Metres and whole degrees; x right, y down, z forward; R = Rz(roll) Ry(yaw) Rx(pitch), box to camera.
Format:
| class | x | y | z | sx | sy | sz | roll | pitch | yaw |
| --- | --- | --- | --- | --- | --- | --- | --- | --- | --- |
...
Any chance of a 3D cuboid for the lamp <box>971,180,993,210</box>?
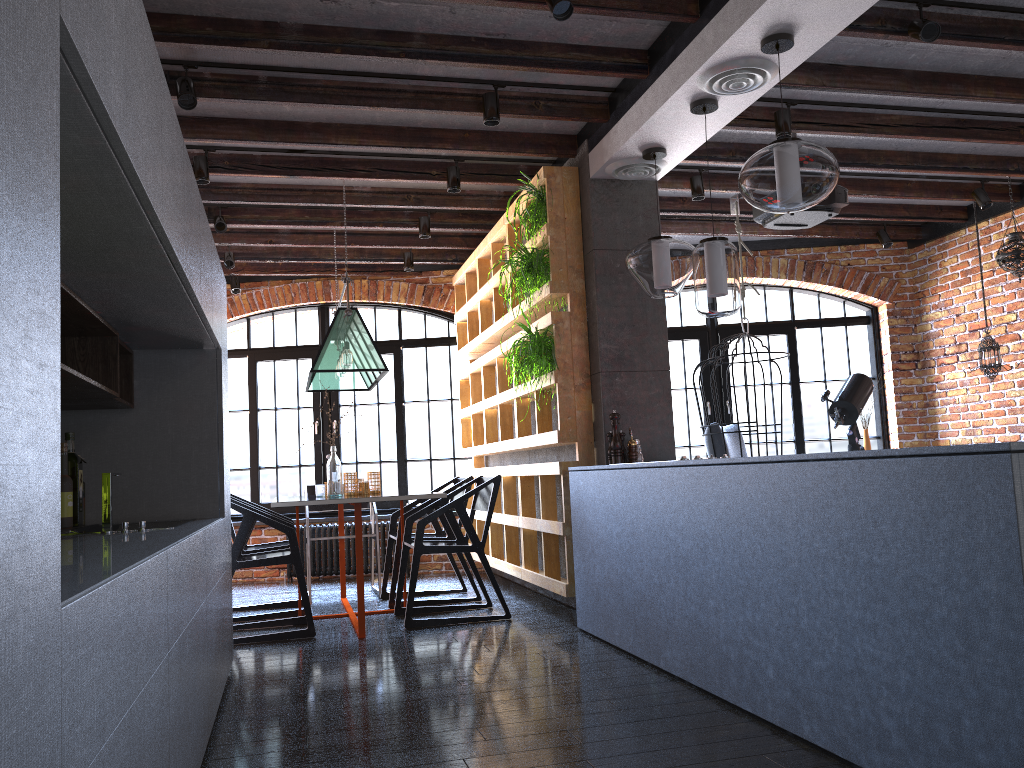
| class | x | y | z | sx | sy | sz | roll | pitch | yaw |
| --- | --- | --- | --- | --- | --- | --- | --- | --- | --- |
| lamp | 3.311 | -1.328 | 6.252 | 0.134 | 0.207 | 0.090 | -8 | -7 | 43 |

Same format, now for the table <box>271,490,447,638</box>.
| class | x | y | z | sx | sy | sz | roll | pitch | yaw |
| --- | --- | --- | --- | --- | --- | --- | --- | --- | --- |
| table | -0.998 | 1.059 | 5.483 | 0.905 | 0.737 | 1.889 | -1 | -6 | -14 |

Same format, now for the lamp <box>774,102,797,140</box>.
| class | x | y | z | sx | sy | sz | roll | pitch | yaw |
| --- | --- | --- | --- | --- | --- | --- | --- | --- | --- |
| lamp | 1.458 | -1.400 | 4.725 | 0.119 | 0.184 | 0.082 | -1 | -6 | -18 |

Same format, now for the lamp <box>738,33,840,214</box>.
| class | x | y | z | sx | sy | sz | roll | pitch | yaw |
| --- | --- | --- | --- | --- | --- | --- | --- | --- | --- |
| lamp | 1.025 | -0.976 | 3.343 | 0.364 | 0.664 | 0.365 | 0 | -6 | -31 |

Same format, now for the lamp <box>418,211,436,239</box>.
| class | x | y | z | sx | sy | sz | roll | pitch | yaw |
| --- | --- | --- | --- | --- | --- | --- | --- | --- | --- |
| lamp | -0.607 | -1.138 | 6.334 | 0.124 | 0.184 | 0.082 | 0 | -6 | -30 |

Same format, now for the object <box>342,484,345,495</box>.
| class | x | y | z | sx | sy | sz | roll | pitch | yaw |
| --- | --- | --- | --- | --- | --- | --- | --- | --- | --- |
| object | -1.079 | 0.664 | 5.574 | 0.060 | 0.073 | 0.060 | -4 | -6 | 17 |

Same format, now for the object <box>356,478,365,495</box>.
| class | x | y | z | sx | sy | sz | roll | pitch | yaw |
| --- | --- | --- | --- | --- | --- | --- | --- | --- | --- |
| object | -0.967 | 0.651 | 5.630 | 0.061 | 0.099 | 0.061 | -5 | -6 | 23 |

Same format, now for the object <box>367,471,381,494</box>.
| class | x | y | z | sx | sy | sz | roll | pitch | yaw |
| --- | --- | --- | --- | --- | --- | --- | --- | --- | --- |
| object | -0.897 | 0.640 | 5.761 | 0.086 | 0.139 | 0.086 | 0 | -6 | -25 |

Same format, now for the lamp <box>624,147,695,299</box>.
| class | x | y | z | sx | sy | sz | roll | pitch | yaw |
| --- | --- | --- | --- | --- | --- | --- | --- | --- | --- |
| lamp | 0.740 | -0.809 | 4.466 | 0.367 | 0.746 | 0.367 | -7 | -7 | 39 |

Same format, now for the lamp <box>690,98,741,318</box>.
| class | x | y | z | sx | sy | sz | roll | pitch | yaw |
| --- | --- | --- | --- | --- | --- | --- | --- | --- | --- |
| lamp | 0.875 | -0.769 | 3.891 | 0.195 | 0.954 | 0.198 | -4 | -6 | 15 |

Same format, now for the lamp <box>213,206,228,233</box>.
| class | x | y | z | sx | sy | sz | roll | pitch | yaw |
| --- | --- | --- | --- | --- | --- | --- | --- | --- | --- |
| lamp | -1.955 | -1.100 | 5.958 | 0.093 | 0.201 | 0.162 | -1 | -6 | -21 |

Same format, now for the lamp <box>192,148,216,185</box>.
| class | x | y | z | sx | sy | sz | roll | pitch | yaw |
| --- | --- | --- | --- | --- | --- | --- | --- | --- | --- |
| lamp | -1.723 | -1.218 | 4.951 | 0.123 | 0.188 | 0.083 | -5 | -6 | 20 |

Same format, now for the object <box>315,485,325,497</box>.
| class | x | y | z | sx | sy | sz | roll | pitch | yaw |
| --- | --- | --- | --- | --- | --- | --- | --- | --- | --- |
| object | -1.202 | 0.668 | 5.555 | 0.060 | 0.073 | 0.060 | -4 | -6 | 17 |

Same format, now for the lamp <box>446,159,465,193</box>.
| class | x | y | z | sx | sy | sz | roll | pitch | yaw |
| --- | --- | --- | --- | --- | --- | --- | --- | --- | --- |
| lamp | -0.341 | -1.252 | 5.321 | 0.113 | 0.184 | 0.082 | -8 | -7 | 42 |

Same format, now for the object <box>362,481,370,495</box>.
| class | x | y | z | sx | sy | sz | roll | pitch | yaw |
| --- | --- | --- | --- | --- | --- | --- | --- | --- | --- |
| object | -0.910 | 0.648 | 5.529 | 0.049 | 0.080 | 0.049 | 0 | -6 | -31 |

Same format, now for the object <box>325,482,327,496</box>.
| class | x | y | z | sx | sy | sz | roll | pitch | yaw |
| --- | --- | --- | --- | --- | --- | --- | --- | --- | --- |
| object | -1.139 | 0.655 | 5.520 | 0.054 | 0.087 | 0.054 | -5 | -6 | 18 |

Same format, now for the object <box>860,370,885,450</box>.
| class | x | y | z | sx | sy | sz | roll | pitch | yaw |
| --- | --- | --- | --- | --- | --- | --- | --- | --- | --- |
| object | 3.067 | 0.382 | 7.536 | 0.270 | 1.053 | 0.299 | -3 | -5 | 6 |

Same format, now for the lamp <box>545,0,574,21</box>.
| class | x | y | z | sx | sy | sz | roll | pitch | yaw |
| --- | --- | --- | --- | --- | --- | --- | --- | --- | --- |
| lamp | 0.176 | -1.462 | 3.335 | 0.093 | 0.210 | 0.145 | -1 | -6 | -22 |

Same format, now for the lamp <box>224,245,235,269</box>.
| class | x | y | z | sx | sy | sz | roll | pitch | yaw |
| --- | --- | --- | --- | --- | --- | --- | --- | --- | --- |
| lamp | -2.199 | -0.990 | 6.914 | 0.093 | 0.206 | 0.160 | -1 | -6 | -18 |

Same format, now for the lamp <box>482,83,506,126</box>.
| class | x | y | z | sx | sy | sz | roll | pitch | yaw |
| --- | --- | --- | --- | --- | --- | --- | --- | --- | --- |
| lamp | -0.089 | -1.364 | 4.320 | 0.116 | 0.184 | 0.082 | -7 | -7 | 36 |

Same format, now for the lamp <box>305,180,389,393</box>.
| class | x | y | z | sx | sy | sz | roll | pitch | yaw |
| --- | --- | --- | --- | --- | --- | --- | --- | --- | --- |
| lamp | -1.126 | -0.638 | 5.822 | 0.465 | 1.266 | 1.259 | -1 | -6 | -14 |

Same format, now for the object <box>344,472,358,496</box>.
| class | x | y | z | sx | sy | sz | roll | pitch | yaw |
| --- | --- | --- | --- | --- | --- | --- | --- | --- | --- |
| object | -0.997 | 0.617 | 5.477 | 0.086 | 0.139 | 0.086 | 2 | -7 | -42 |

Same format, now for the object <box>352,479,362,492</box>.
| class | x | y | z | sx | sy | sz | roll | pitch | yaw |
| --- | --- | --- | --- | --- | --- | --- | --- | --- | --- |
| object | -0.996 | 0.660 | 5.709 | 0.061 | 0.099 | 0.061 | -2 | -5 | -8 |

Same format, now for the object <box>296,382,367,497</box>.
| class | x | y | z | sx | sy | sz | roll | pitch | yaw |
| --- | --- | --- | --- | --- | --- | --- | --- | --- | --- |
| object | -1.060 | 0.318 | 5.321 | 0.443 | 0.708 | 0.194 | -3 | -5 | 1 |

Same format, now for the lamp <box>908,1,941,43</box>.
| class | x | y | z | sx | sy | sz | roll | pitch | yaw |
| --- | --- | --- | --- | --- | --- | --- | --- | --- | --- |
| lamp | 1.726 | -1.506 | 3.708 | 0.092 | 0.201 | 0.162 | -3 | -5 | 2 |

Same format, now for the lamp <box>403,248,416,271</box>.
| class | x | y | z | sx | sy | sz | roll | pitch | yaw |
| --- | --- | --- | --- | --- | --- | --- | --- | --- | --- |
| lamp | -0.842 | -1.030 | 7.295 | 0.112 | 0.184 | 0.082 | -8 | -7 | 44 |

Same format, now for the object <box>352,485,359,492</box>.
| class | x | y | z | sx | sy | sz | roll | pitch | yaw |
| --- | --- | --- | --- | --- | --- | --- | --- | --- | --- |
| object | -1.042 | 0.693 | 5.878 | 0.060 | 0.073 | 0.060 | -4 | -6 | 17 |

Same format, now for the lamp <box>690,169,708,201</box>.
| class | x | y | z | sx | sy | sz | roll | pitch | yaw |
| --- | --- | --- | --- | --- | --- | --- | --- | --- | --- |
| lamp | 1.205 | -1.287 | 5.717 | 0.116 | 0.188 | 0.083 | -7 | -7 | 38 |

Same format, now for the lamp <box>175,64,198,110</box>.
| class | x | y | z | sx | sy | sz | roll | pitch | yaw |
| --- | --- | --- | --- | --- | --- | --- | --- | --- | --- |
| lamp | -1.449 | -1.319 | 3.958 | 0.093 | 0.210 | 0.148 | 0 | -6 | -27 |

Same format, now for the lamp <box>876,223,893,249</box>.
| class | x | y | z | sx | sy | sz | roll | pitch | yaw |
| --- | --- | --- | --- | --- | --- | --- | --- | --- | --- |
| lamp | 3.054 | -1.213 | 7.276 | 0.093 | 0.208 | 0.134 | 1 | -7 | -39 |
